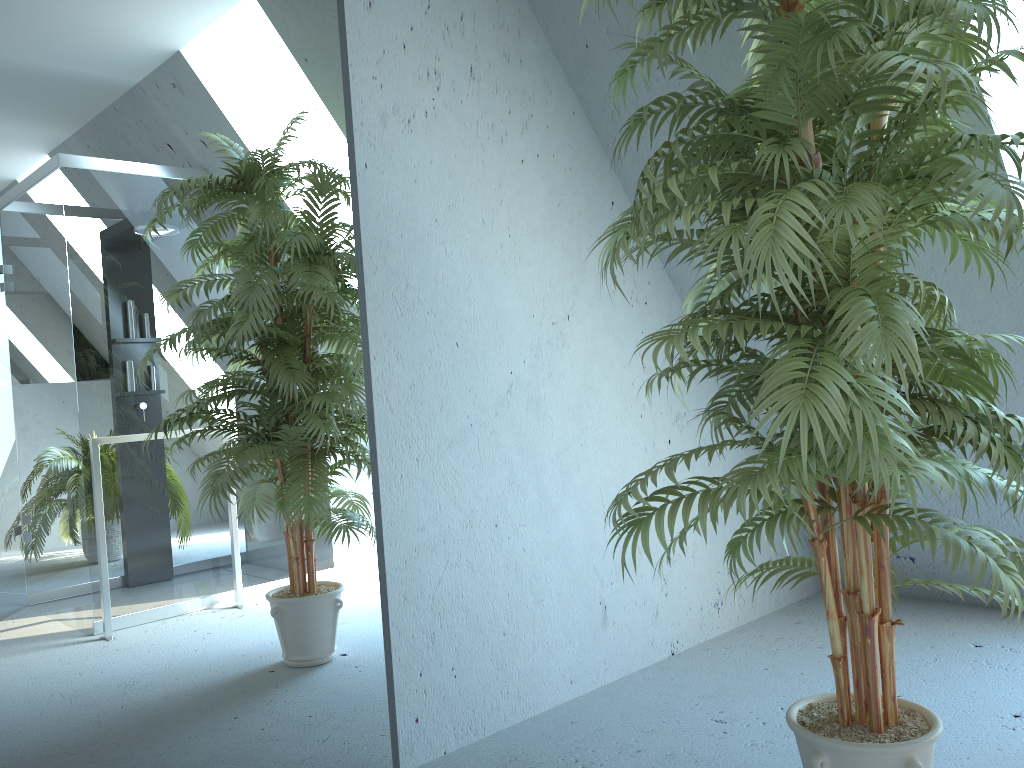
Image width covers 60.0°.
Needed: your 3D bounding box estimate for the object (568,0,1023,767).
[{"bbox_3d":[0.638,-0.108,1.741,0.980,2.034,1.020,-4,0,5],"label":"object"}]
